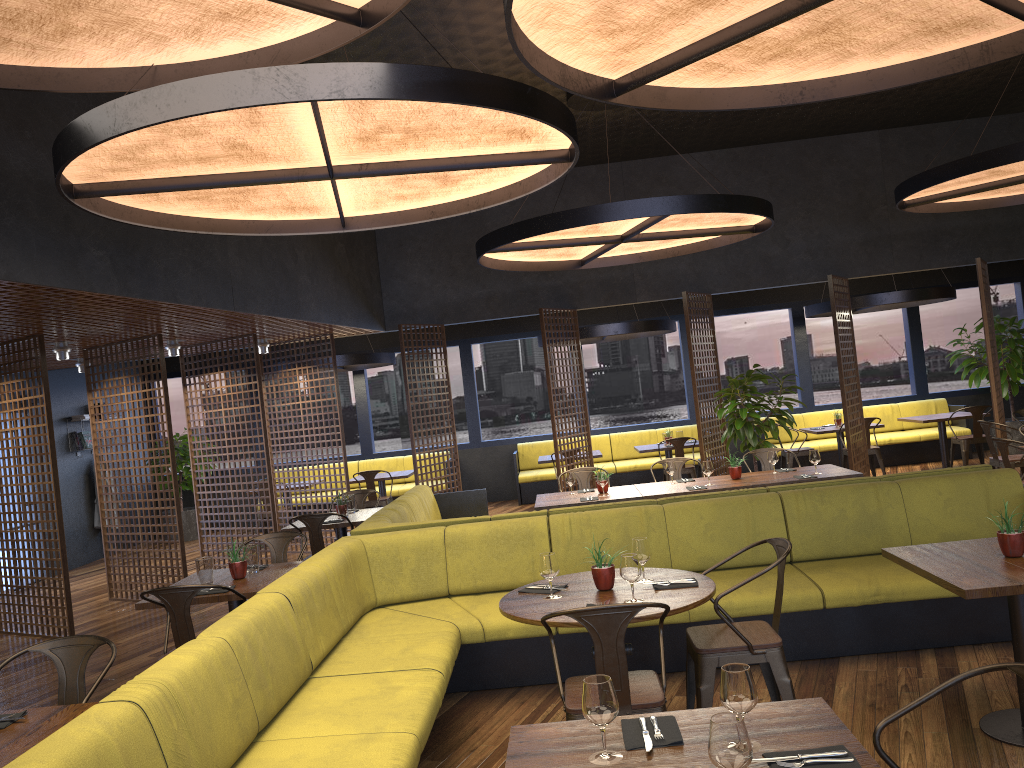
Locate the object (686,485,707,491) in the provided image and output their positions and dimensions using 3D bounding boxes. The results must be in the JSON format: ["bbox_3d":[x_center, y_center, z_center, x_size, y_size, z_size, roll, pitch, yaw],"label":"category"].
[{"bbox_3d":[1.559,0.874,7.509,0.157,0.019,0.255,-6,-1,3],"label":"object"}]

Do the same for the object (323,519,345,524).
[{"bbox_3d":[-1.634,1.226,7.934,0.255,0.019,0.157,-6,-1,2],"label":"object"}]

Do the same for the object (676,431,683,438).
[{"bbox_3d":[2.359,0.752,12.454,0.102,0.178,0.102,-6,-1,-11],"label":"object"}]

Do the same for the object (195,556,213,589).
[{"bbox_3d":[-1.862,1.145,5.380,0.102,0.178,0.102,-6,-1,-11],"label":"object"}]

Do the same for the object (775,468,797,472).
[{"bbox_3d":[2.483,0.777,8.027,0.157,0.019,0.255,-6,-1,3],"label":"object"}]

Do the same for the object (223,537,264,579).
[{"bbox_3d":[-1.719,1.085,5.565,0.260,0.271,0.238,-6,-1,4],"label":"object"}]

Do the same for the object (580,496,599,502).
[{"bbox_3d":[0.657,0.974,7.555,0.157,0.019,0.255,-6,-1,3],"label":"object"}]

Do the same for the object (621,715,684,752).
[{"bbox_3d":[0.381,0.952,2.418,0.157,0.019,0.255,-6,-1,3],"label":"object"}]

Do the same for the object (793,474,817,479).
[{"bbox_3d":[2.461,0.774,7.462,0.157,0.019,0.255,-6,-1,3],"label":"object"}]

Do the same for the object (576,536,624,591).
[{"bbox_3d":[0.416,0.836,4.190,0.238,0.271,0.260,-7,-1,24],"label":"object"}]

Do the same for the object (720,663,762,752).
[{"bbox_3d":[0.588,0.833,2.287,0.097,0.206,0.097,-6,-1,3],"label":"object"}]

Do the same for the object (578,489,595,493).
[{"bbox_3d":[0.679,0.977,8.120,0.157,0.019,0.255,-6,-1,3],"label":"object"}]

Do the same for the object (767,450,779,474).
[{"bbox_3d":[2.335,0.698,7.921,0.097,0.206,0.097,-6,-1,-41],"label":"object"}]

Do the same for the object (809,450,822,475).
[{"bbox_3d":[2.588,0.666,7.569,0.097,0.206,0.097,-6,-1,-41],"label":"object"}]

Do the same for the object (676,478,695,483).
[{"bbox_3d":[1.581,0.877,8.074,0.157,0.019,0.255,-6,-1,3],"label":"object"}]

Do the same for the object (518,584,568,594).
[{"bbox_3d":[0.170,0.994,4.325,0.255,0.019,0.157,-7,-1,35],"label":"object"}]

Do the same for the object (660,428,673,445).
[{"bbox_3d":[2.214,0.723,12.539,0.238,0.271,0.260,-7,-1,24],"label":"object"}]

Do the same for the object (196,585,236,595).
[{"bbox_3d":[-1.775,1.215,5.230,0.255,0.019,0.157,-6,-1,2],"label":"object"}]

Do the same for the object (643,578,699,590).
[{"bbox_3d":[0.738,0.930,4.140,0.255,0.019,0.157,-6,-1,5],"label":"object"}]

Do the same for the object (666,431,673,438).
[{"bbox_3d":[2.264,0.765,12.709,0.102,0.178,0.102,-6,-1,-11],"label":"object"}]

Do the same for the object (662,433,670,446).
[{"bbox_3d":[2.151,0.774,12.368,0.102,0.178,0.102,-6,-1,-11],"label":"object"}]

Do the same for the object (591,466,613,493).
[{"bbox_3d":[0.786,0.833,7.878,0.238,0.271,0.260,-7,-1,24],"label":"object"}]

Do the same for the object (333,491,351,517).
[{"bbox_3d":[-1.580,1.097,8.238,0.260,0.271,0.238,-6,-1,4],"label":"object"}]

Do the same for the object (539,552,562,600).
[{"bbox_3d":[0.176,0.897,4.152,0.097,0.206,0.097,-7,-1,45],"label":"object"}]

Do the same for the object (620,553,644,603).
[{"bbox_3d":[0.527,0.856,3.911,0.097,0.206,0.097,-7,-1,28],"label":"object"}]

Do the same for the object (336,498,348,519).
[{"bbox_3d":[-1.542,1.138,8.089,0.102,0.178,0.102,-6,-1,9],"label":"object"}]

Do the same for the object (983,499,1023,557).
[{"bbox_3d":[2.230,0.634,3.955,0.260,0.271,0.238,-7,-1,38],"label":"object"}]

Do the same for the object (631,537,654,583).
[{"bbox_3d":[0.628,0.849,4.282,0.097,0.206,0.097,-7,-1,42],"label":"object"}]

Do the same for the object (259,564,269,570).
[{"bbox_3d":[-1.709,1.214,5.866,0.255,0.019,0.157,-6,-1,2],"label":"object"}]

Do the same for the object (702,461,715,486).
[{"bbox_3d":[1.686,0.766,7.616,0.097,0.206,0.097,-6,-1,-41],"label":"object"}]

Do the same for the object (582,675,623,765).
[{"bbox_3d":[0.233,0.872,2.312,0.097,0.206,0.097,-6,-1,-5],"label":"object"}]

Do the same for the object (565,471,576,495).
[{"bbox_3d":[0.531,0.898,8.015,0.097,0.206,0.097,-6,-1,-41],"label":"object"}]

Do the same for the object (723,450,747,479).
[{"bbox_3d":[1.952,0.703,7.818,0.238,0.271,0.260,-7,-1,24],"label":"object"}]

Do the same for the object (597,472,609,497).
[{"bbox_3d":[0.784,0.866,7.663,0.097,0.206,0.097,-6,-1,-41],"label":"object"}]

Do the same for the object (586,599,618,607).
[{"bbox_3d":[0.389,0.965,3.820,0.157,0.019,0.255,-6,-1,10],"label":"object"}]

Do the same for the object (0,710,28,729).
[{"bbox_3d":[-1.850,1.202,3.169,0.255,0.019,0.157,-6,-1,2],"label":"object"}]

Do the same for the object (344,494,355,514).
[{"bbox_3d":[-1.534,1.140,8.410,0.102,0.178,0.102,-6,-1,19],"label":"object"}]

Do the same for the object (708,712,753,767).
[{"bbox_3d":[0.486,0.841,1.960,0.097,0.206,0.097,-6,-1,-5],"label":"object"}]

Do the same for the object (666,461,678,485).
[{"bbox_3d":[1.433,0.798,7.968,0.097,0.206,0.097,-6,-1,-41],"label":"object"}]

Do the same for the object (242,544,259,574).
[{"bbox_3d":[-1.676,1.128,5.706,0.102,0.178,0.102,-6,-1,-11],"label":"object"}]

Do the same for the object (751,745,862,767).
[{"bbox_3d":[0.704,0.913,2.148,0.255,0.019,0.157,-6,-1,3],"label":"object"}]
